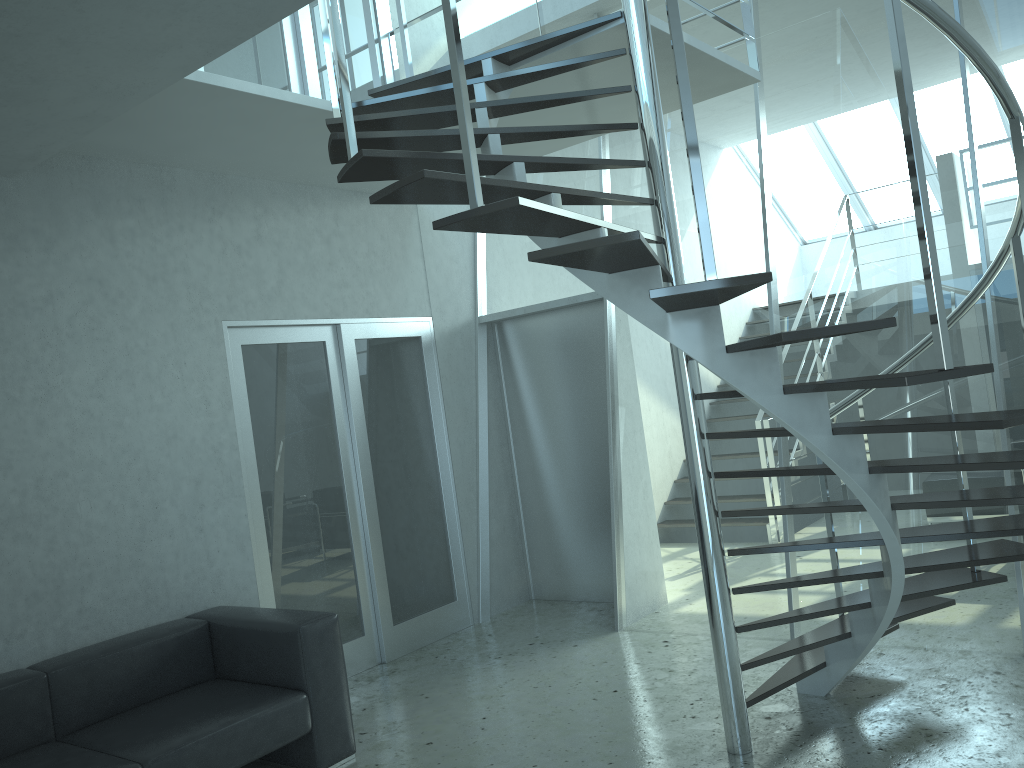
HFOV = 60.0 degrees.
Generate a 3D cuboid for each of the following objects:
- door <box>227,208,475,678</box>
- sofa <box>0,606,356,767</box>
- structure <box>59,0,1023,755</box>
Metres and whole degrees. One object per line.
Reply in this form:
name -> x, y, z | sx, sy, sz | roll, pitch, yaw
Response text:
door -> -1.030, 0.342, 6.154 | 1.162, 3.200, 2.576 | -8, -1, -4
sofa -> -1.689, 1.460, 3.497 | 0.943, 0.652, 2.025 | -8, -1, 38
structure -> 0.127, -0.532, 3.900 | 3.780, 4.156, 2.655 | -8, -1, 38
